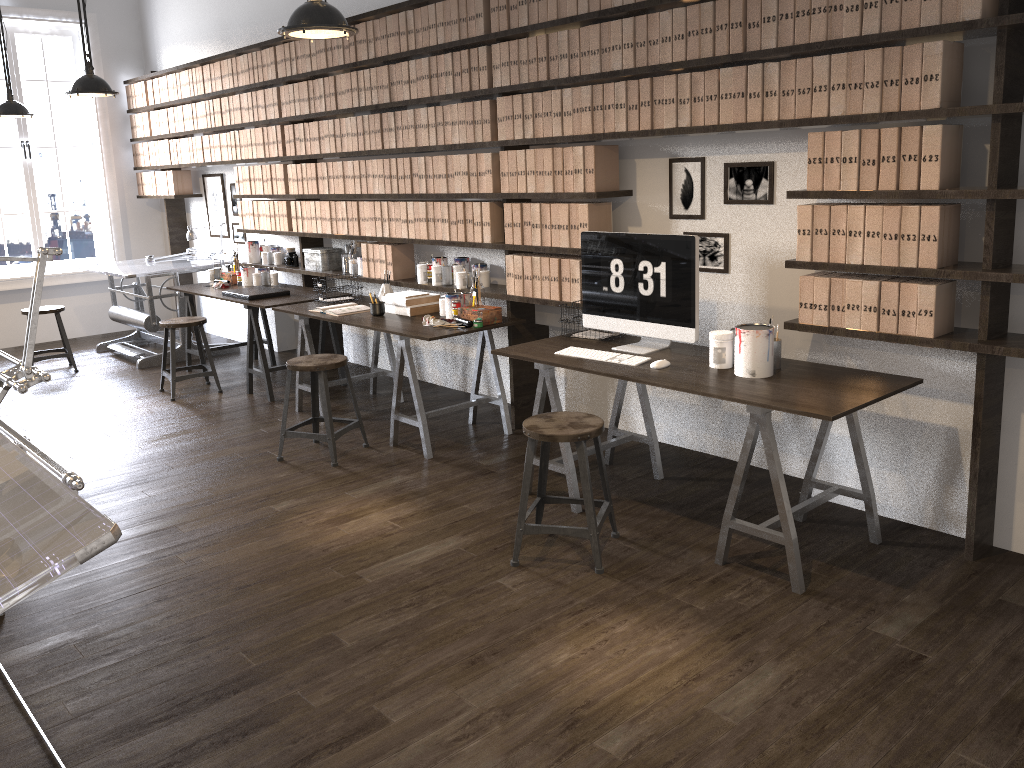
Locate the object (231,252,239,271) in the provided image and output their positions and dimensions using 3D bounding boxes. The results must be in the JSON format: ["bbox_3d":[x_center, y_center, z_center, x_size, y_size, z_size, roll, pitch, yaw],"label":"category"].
[{"bbox_3d":[-2.222,-0.948,7.137,0.068,0.227,0.069,-13,16,-43],"label":"object"}]

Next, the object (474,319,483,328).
[{"bbox_3d":[-0.176,-0.316,4.630,0.049,0.037,0.049,-12,16,-37],"label":"object"}]

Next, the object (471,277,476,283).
[{"bbox_3d":[-0.198,-0.498,4.763,0.038,0.152,0.008,-1,11,8],"label":"object"}]

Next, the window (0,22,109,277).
[{"bbox_3d":[-4.518,-2.152,8.225,1.251,2.287,0.154,-12,15,-41],"label":"window"}]

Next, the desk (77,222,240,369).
[{"bbox_3d":[-3.008,-0.823,7.718,1.077,1.087,1.275,-13,16,-40],"label":"desk"}]

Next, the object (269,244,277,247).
[{"bbox_3d":[-1.965,-1.088,7.308,0.070,0.129,0.071,-1,12,6],"label":"object"}]

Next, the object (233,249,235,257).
[{"bbox_3d":[-2.167,-0.971,6.950,0.008,0.184,0.071,-11,15,-39],"label":"object"}]

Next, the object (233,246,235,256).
[{"bbox_3d":[-2.165,-0.978,6.929,0.007,0.212,0.055,-3,11,-6],"label":"object"}]

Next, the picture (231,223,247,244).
[{"bbox_3d":[-2.394,-1.325,7.785,0.023,0.181,0.252,-12,16,-40],"label":"picture"}]

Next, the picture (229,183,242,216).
[{"bbox_3d":[-2.398,-1.608,7.723,0.022,0.282,0.202,-12,15,-41],"label":"picture"}]

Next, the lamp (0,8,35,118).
[{"bbox_3d":[-3.957,-3.191,6.733,0.311,2.230,0.315,4,13,28],"label":"lamp"}]

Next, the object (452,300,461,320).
[{"bbox_3d":[-0.303,-0.402,4.858,0.049,0.111,0.050,-11,14,-37],"label":"object"}]

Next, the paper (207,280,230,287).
[{"bbox_3d":[-2.294,-0.783,6.876,0.155,0.038,0.138,7,16,33],"label":"paper"}]

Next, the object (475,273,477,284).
[{"bbox_3d":[-0.195,-0.506,4.753,0.021,0.178,0.006,-7,12,-22],"label":"object"}]

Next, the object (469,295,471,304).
[{"bbox_3d":[-0.235,-0.427,4.858,0.005,0.129,0.040,-12,15,-42],"label":"object"}]

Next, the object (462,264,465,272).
[{"bbox_3d":[-0.278,-0.638,5.212,0.004,0.134,0.030,8,15,43],"label":"object"}]

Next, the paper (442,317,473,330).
[{"bbox_3d":[-0.297,-0.320,4.671,0.138,0.038,0.156,-9,15,-26],"label":"paper"}]

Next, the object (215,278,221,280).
[{"bbox_3d":[-2.321,-0.813,6.999,0.049,0.037,0.049,10,18,44],"label":"object"}]

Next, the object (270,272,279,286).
[{"bbox_3d":[-1.807,-0.798,6.733,0.062,0.093,0.062,-1,12,8],"label":"object"}]

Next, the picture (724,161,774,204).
[{"bbox_3d":[1.044,-0.884,3.901,0.023,0.181,0.252,-12,16,-40],"label":"picture"}]

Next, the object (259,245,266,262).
[{"bbox_3d":[-2.024,-1.061,7.206,0.051,0.138,0.050,-13,16,-43],"label":"object"}]

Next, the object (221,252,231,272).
[{"bbox_3d":[-2.286,-0.936,7.082,0.068,0.235,0.069,-13,16,-43],"label":"object"}]

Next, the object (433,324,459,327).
[{"bbox_3d":[-0.334,-0.311,4.669,0.171,0.017,0.011,2,13,17],"label":"object"}]

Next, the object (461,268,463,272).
[{"bbox_3d":[-0.284,-0.635,5.230,0.035,0.103,0.004,-13,15,-42],"label":"object"}]

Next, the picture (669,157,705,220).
[{"bbox_3d":[0.823,-0.916,4.152,0.022,0.282,0.202,-12,15,-41],"label":"picture"}]

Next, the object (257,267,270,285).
[{"bbox_3d":[-1.915,-0.836,6.852,0.094,0.127,0.095,-11,15,-37],"label":"object"}]

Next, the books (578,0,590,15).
[{"bbox_3d":[0.391,-1.848,4.164,0.175,0.223,0.067,-13,15,-40],"label":"books"}]

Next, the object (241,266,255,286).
[{"bbox_3d":[-2.027,-0.829,6.817,0.105,0.140,0.104,8,16,40],"label":"object"}]

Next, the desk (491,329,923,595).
[{"bbox_3d":[0.716,0.239,3.699,0.659,0.663,1.677,-13,17,-40],"label":"desk"}]

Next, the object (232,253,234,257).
[{"bbox_3d":[-2.171,-0.955,6.942,0.005,0.152,0.037,8,15,43],"label":"object"}]

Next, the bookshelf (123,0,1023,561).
[{"bbox_3d":[-0.507,-0.744,5.608,0.375,3.175,9.223,-12,16,-40],"label":"bookshelf"}]

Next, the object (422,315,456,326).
[{"bbox_3d":[-0.401,-0.340,4.753,0.197,0.050,0.133,3,14,19],"label":"object"}]

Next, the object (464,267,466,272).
[{"bbox_3d":[-0.269,-0.640,5.215,0.005,0.118,0.036,9,16,44],"label":"object"}]

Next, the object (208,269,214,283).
[{"bbox_3d":[-2.392,-0.867,7.091,0.068,0.103,0.069,-11,15,-36],"label":"object"}]

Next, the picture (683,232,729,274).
[{"bbox_3d":[0.905,-0.614,4.127,0.023,0.181,0.252,-12,16,-40],"label":"picture"}]

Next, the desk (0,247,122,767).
[{"bbox_3d":[-1.585,0.357,2.074,1.082,1.373,2.079,-13,17,-40],"label":"desk"}]

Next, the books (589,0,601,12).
[{"bbox_3d":[0.441,-1.838,4.115,0.175,0.223,0.067,-13,15,-41],"label":"books"}]

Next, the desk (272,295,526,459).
[{"bbox_3d":[-0.711,-0.092,5.276,0.659,0.663,1.677,-13,17,-40],"label":"desk"}]

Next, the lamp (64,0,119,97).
[{"bbox_3d":[-2.656,-2.891,5.302,0.311,2.230,0.315,4,13,28],"label":"lamp"}]

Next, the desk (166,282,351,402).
[{"bbox_3d":[-1.887,-0.364,6.575,0.659,0.663,1.677,-13,17,-40],"label":"desk"}]

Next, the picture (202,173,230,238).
[{"bbox_3d":[-2.682,-1.615,8.034,0.040,0.569,0.417,-12,15,-40],"label":"picture"}]

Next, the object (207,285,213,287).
[{"bbox_3d":[-2.302,-0.762,6.835,0.006,0.006,0.158,4,15,27],"label":"object"}]

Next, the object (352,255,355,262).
[{"bbox_3d":[-1.078,-0.824,6.084,0.041,0.124,0.008,6,14,37],"label":"object"}]

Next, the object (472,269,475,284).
[{"bbox_3d":[-0.200,-0.525,4.769,0.007,0.212,0.055,-10,13,-34],"label":"object"}]

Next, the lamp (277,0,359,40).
[{"bbox_3d":[-0.800,-2.461,3.250,0.313,2.230,0.313,-6,12,-16],"label":"lamp"}]

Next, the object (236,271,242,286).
[{"bbox_3d":[-2.100,-0.818,6.843,0.050,0.111,0.049,9,16,44],"label":"object"}]

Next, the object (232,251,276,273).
[{"bbox_3d":[-2.032,-0.962,6.993,0.345,0.145,0.077,-7,12,-19],"label":"object"}]

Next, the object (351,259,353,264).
[{"bbox_3d":[-1.090,-0.808,6.071,0.035,0.102,0.004,9,15,43],"label":"object"}]

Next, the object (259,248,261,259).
[{"bbox_3d":[-2.054,-1.061,7.272,0.062,0.110,0.061,-13,16,-42],"label":"object"}]

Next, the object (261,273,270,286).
[{"bbox_3d":[-1.873,-0.796,6.736,0.062,0.092,0.064,-1,12,8],"label":"object"}]

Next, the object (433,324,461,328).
[{"bbox_3d":[-0.342,-0.308,4.669,0.157,0.006,0.006,-7,13,-21],"label":"object"}]

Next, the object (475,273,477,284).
[{"bbox_3d":[-0.189,-0.511,4.756,0.008,0.184,0.072,-2,11,1],"label":"object"}]

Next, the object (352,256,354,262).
[{"bbox_3d":[-1.084,-0.816,6.085,0.004,0.126,0.028,-12,15,-42],"label":"object"}]

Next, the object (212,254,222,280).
[{"bbox_3d":[-2.339,-0.919,7.036,0.068,0.227,0.069,-13,16,-43],"label":"object"}]

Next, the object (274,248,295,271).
[{"bbox_3d":[-1.753,-0.972,6.890,0.107,0.160,0.238,1,13,14],"label":"object"}]

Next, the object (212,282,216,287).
[{"bbox_3d":[-2.301,-0.766,6.842,0.011,0.017,0.173,-4,14,-9],"label":"object"}]

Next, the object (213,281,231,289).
[{"bbox_3d":[-2.222,-0.762,6.765,0.132,0.050,0.199,-5,14,-12],"label":"object"}]

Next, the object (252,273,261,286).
[{"bbox_3d":[-1.943,-0.796,6.748,0.062,0.093,0.062,-3,12,-1],"label":"object"}]
